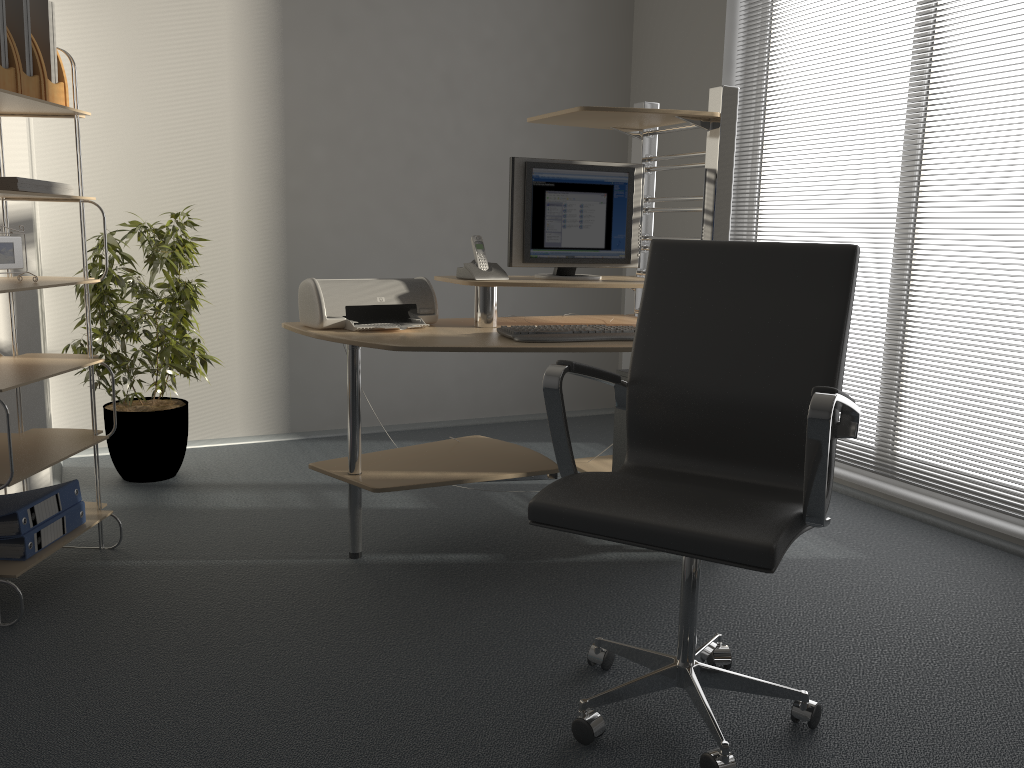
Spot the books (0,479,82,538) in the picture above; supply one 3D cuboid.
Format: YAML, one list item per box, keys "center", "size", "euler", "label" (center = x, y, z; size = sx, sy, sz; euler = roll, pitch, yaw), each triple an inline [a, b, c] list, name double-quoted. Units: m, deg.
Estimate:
- center: [-1.463, 0.365, 2.579]
  size: [0.263, 0.100, 0.320]
  euler: [2, 10, 2]
  label: "books"

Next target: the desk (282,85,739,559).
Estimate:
- center: [0.078, -0.223, 2.927]
  size: [1.469, 1.566, 0.967]
  euler: [-3, 11, -26]
  label: "desk"

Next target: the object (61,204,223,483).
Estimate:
- center: [-1.494, -0.167, 3.669]
  size: [0.544, 1.147, 0.644]
  euler: [2, 10, 2]
  label: "object"

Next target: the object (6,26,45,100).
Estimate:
- center: [-1.438, -0.910, 2.431]
  size: [0.243, 0.259, 0.113]
  euler: [2, 10, 1]
  label: "object"

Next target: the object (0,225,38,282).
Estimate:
- center: [-1.427, -0.360, 2.458]
  size: [0.077, 0.161, 0.192]
  euler: [5, 10, 19]
  label: "object"

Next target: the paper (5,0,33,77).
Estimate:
- center: [-1.439, -0.932, 2.448]
  size: [0.213, 0.297, 0.045]
  euler: [2, 10, 1]
  label: "paper"

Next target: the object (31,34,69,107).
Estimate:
- center: [-1.430, -0.930, 2.554]
  size: [0.243, 0.259, 0.113]
  euler: [2, 10, 4]
  label: "object"

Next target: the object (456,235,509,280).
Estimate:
- center: [-0.103, -0.439, 3.075]
  size: [0.150, 0.151, 0.119]
  euler: [-7, 13, -40]
  label: "object"

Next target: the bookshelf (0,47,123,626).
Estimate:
- center: [-1.453, -0.184, 2.497]
  size: [0.381, 1.572, 0.724]
  euler: [2, 10, 1]
  label: "bookshelf"

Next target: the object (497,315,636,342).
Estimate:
- center: [0.113, -0.184, 3.066]
  size: [0.478, 0.082, 0.814]
  euler: [-2, 10, -18]
  label: "object"

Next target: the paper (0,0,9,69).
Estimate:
- center: [-1.439, -0.911, 2.326]
  size: [0.213, 0.297, 0.045]
  euler: [1, 10, -1]
  label: "paper"

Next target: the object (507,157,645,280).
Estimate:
- center: [0.221, -0.595, 3.235]
  size: [0.516, 0.418, 0.245]
  euler: [-1, 10, -11]
  label: "object"

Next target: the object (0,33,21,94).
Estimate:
- center: [-1.438, -0.888, 2.309]
  size: [0.243, 0.259, 0.113]
  euler: [1, 10, -1]
  label: "object"

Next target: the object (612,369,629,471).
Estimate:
- center: [0.575, 0.187, 3.163]
  size: [0.199, 0.422, 0.471]
  euler: [-3, 11, -26]
  label: "object"

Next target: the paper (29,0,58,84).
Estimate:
- center: [-1.429, -0.953, 2.570]
  size: [0.213, 0.297, 0.045]
  euler: [2, 10, 4]
  label: "paper"

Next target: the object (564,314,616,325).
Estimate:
- center: [0.406, -0.210, 3.241]
  size: [0.168, 0.088, 0.742]
  euler: [-3, 11, -24]
  label: "object"

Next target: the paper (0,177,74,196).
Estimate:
- center: [-1.429, -0.561, 2.529]
  size: [0.213, 0.046, 0.297]
  euler: [1, 10, 1]
  label: "paper"

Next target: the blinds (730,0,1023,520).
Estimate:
- center: [1.523, -0.994, 3.517]
  size: [0.037, 2.749, 1.950]
  euler: [-3, 11, -26]
  label: "blinds"

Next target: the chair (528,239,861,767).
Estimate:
- center: [0.402, 0.221, 1.919]
  size: [0.584, 1.048, 0.652]
  euler: [7, 11, 29]
  label: "chair"

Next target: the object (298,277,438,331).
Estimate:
- center: [-0.439, -0.268, 2.934]
  size: [0.438, 0.162, 0.351]
  euler: [-5, 12, -34]
  label: "object"

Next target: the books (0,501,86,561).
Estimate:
- center: [-1.454, 0.419, 2.588]
  size: [0.262, 0.072, 0.320]
  euler: [2, 10, 2]
  label: "books"
